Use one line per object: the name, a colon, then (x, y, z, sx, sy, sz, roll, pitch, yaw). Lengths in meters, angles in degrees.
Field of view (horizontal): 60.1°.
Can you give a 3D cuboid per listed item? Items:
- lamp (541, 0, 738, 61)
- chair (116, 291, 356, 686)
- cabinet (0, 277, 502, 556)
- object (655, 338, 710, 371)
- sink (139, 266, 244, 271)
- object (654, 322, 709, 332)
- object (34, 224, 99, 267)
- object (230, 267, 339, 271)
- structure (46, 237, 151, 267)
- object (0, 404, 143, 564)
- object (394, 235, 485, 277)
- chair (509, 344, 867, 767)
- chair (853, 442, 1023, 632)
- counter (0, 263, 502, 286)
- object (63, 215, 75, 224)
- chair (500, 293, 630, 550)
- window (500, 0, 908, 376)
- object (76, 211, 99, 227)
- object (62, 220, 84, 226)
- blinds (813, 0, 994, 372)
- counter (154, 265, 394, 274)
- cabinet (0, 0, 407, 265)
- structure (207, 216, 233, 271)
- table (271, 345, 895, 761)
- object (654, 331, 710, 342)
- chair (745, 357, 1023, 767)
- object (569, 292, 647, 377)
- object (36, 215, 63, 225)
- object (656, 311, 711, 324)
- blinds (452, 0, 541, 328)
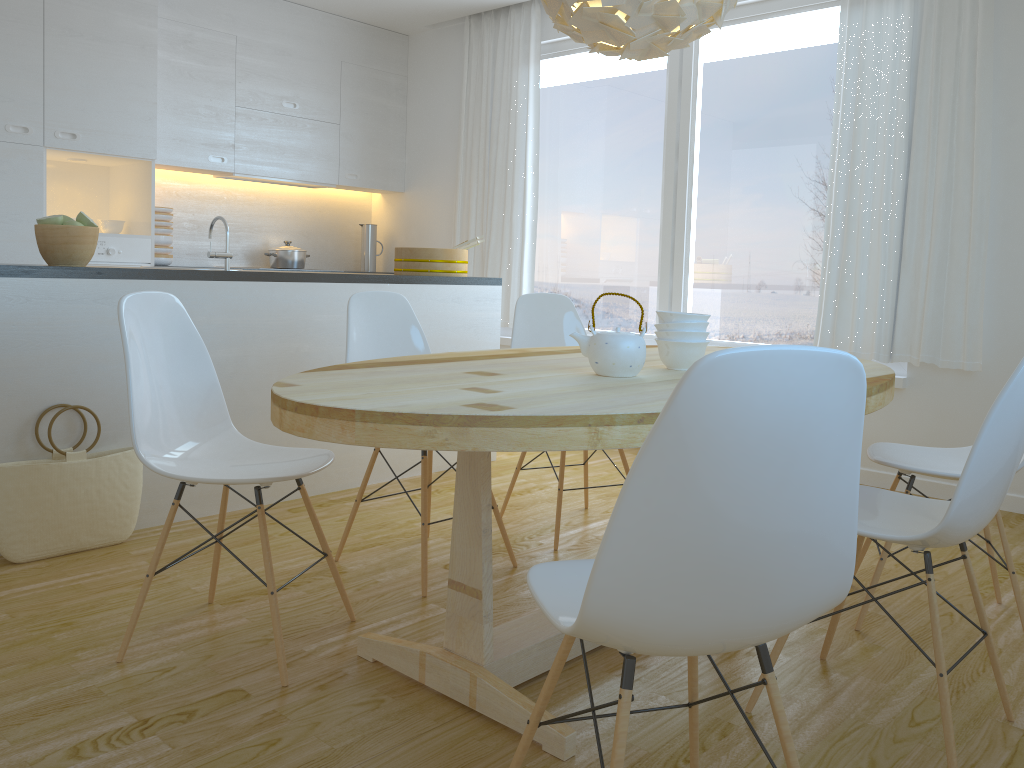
lamp: (0.352, -1.455, 2.421, 0.649, 1.130, 0.640, 6, 6, 42)
chair: (-0.718, 0.219, 2.289, 0.523, 0.898, 0.431, 3, 4, 13)
cabinet: (-1.101, -0.003, 3.905, 0.602, 0.906, 2.405, 6, 8, 42)
object: (0.472, -0.083, 2.465, 0.152, 0.082, 0.153, 1, 6, -8)
sink: (-1.325, -0.403, 3.670, 0.404, 0.156, 0.406, 1, 7, -6)
object: (0.471, -0.130, 2.468, 0.152, 0.095, 0.151, -2, 7, -31)
object: (-1.577, -0.488, 3.137, 0.205, 0.141, 0.206, 2, 6, 4)
object: (-1.575, -0.775, 5.995, 0.564, 0.013, 0.655, 8, 10, 42)
structure: (-2.251, -0.509, 4.851, 0.049, 0.593, 0.562, 5, 6, 42)
object: (-1.033, 0.351, 2.788, 1.191, 0.499, 0.473, 4, 6, 20)
object: (-0.390, -0.663, 4.558, 0.429, 0.213, 0.380, 0, 7, -19)
chair: (0.252, 0.365, 1.384, 0.430, 0.898, 0.526, 1, 5, -17)
chair: (1.298, 0.246, 2.599, 0.523, 0.898, 0.431, 3, 5, 17)
counter: (-1.085, -0.474, 3.875, 0.603, 0.040, 2.405, 8, 10, 42)
object: (-1.601, -0.557, 3.173, 0.102, 0.098, 0.087, -1, 6, -26)
chair: (0.234, 0.105, 3.441, 0.430, 0.898, 0.525, 0, 5, -27)
window: (0.971, -1.140, 5.131, 2.736, 1.909, 0.088, 7, 6, 42)
object: (-1.526, -0.584, 3.180, 0.074, 0.071, 0.078, 0, 6, -22)
object: (-1.542, -0.533, 3.119, 0.081, 0.085, 0.098, 3, 6, 7)
blinds: (1.812, -1.163, 4.088, 0.797, 2.151, 0.150, 6, 5, 43)
counter: (-1.576, -0.757, 5.991, 0.602, 0.040, 2.004, 8, 10, 42)
cabinet: (-1.927, -1.027, 5.489, 0.482, 2.290, 3.207, 5, 7, 42)
structure: (-1.185, -0.558, 3.498, 0.163, 0.214, 0.097, 6, 6, 43)
table: (0.328, 0.315, 2.486, 1.197, 0.722, 2.194, 7, 9, 41)
object: (0.472, -0.106, 2.467, 0.152, 0.092, 0.152, 1, 6, -8)
chair: (0.876, 0.313, 1.963, 0.525, 0.898, 0.430, 6, 6, 42)
object: (0.258, -0.129, 2.266, 0.178, 0.211, 0.147, 6, 7, 42)
object: (-1.611, -0.560, 3.083, 0.084, 0.065, 0.086, -2, 7, -35)
object: (0.475, -0.158, 2.465, 0.152, 0.086, 0.153, 0, 7, -19)
blinds: (-0.145, -1.455, 5.888, 0.797, 2.151, 0.150, 6, 5, 42)
